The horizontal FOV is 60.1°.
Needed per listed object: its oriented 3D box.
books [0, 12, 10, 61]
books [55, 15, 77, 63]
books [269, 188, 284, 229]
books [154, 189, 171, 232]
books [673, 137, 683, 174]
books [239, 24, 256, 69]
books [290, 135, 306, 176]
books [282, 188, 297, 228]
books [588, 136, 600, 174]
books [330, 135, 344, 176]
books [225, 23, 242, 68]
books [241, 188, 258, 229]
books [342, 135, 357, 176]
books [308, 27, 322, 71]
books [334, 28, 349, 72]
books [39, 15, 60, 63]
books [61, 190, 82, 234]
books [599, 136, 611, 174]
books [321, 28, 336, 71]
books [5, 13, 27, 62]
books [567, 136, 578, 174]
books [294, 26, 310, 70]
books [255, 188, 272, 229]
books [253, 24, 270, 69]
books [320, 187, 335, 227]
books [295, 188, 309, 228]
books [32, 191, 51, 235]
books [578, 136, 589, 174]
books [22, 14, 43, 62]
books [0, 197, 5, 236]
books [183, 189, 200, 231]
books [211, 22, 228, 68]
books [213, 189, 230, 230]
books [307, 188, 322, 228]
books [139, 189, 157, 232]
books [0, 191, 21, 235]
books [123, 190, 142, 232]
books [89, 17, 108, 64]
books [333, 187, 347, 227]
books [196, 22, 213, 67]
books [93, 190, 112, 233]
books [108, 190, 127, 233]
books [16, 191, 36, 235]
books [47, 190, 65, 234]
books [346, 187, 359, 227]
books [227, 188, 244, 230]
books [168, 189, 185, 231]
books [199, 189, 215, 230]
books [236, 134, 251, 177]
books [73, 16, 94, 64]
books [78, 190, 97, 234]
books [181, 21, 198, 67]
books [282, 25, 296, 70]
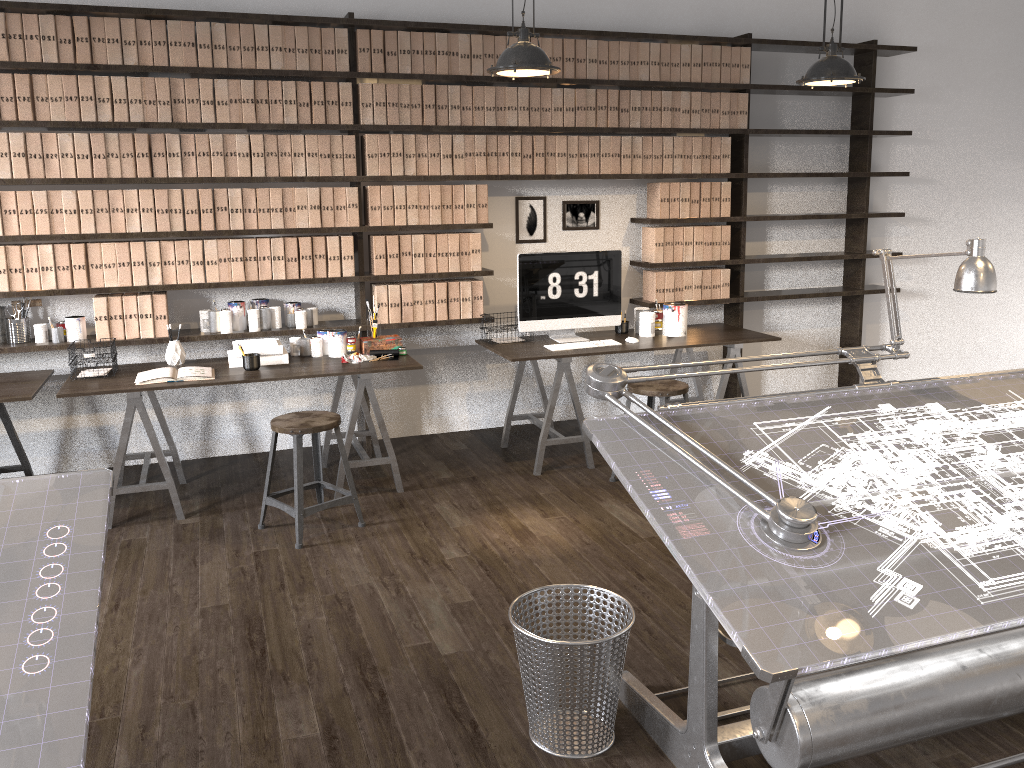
[{"bbox_3d":[-2.449,-1.655,4.260,0.067,0.224,0.176,-4,11,-19],"label":"books"},{"bbox_3d":[-2.187,-1.680,4.357,0.067,0.224,0.176,-4,11,-19],"label":"books"},{"bbox_3d":[-1.278,-0.947,4.795,0.067,0.224,0.176,-4,11,-19],"label":"books"},{"bbox_3d":[-1.815,-0.899,4.611,0.067,0.224,0.176,-4,11,-19],"label":"books"},{"bbox_3d":[0.997,-1.426,5.532,0.067,0.223,0.176,-4,11,-19],"label":"books"},{"bbox_3d":[-1.385,-1.750,4.630,0.067,0.224,0.176,-4,11,-19],"label":"books"},{"bbox_3d":[-1.163,-1.229,4.793,0.067,0.224,0.176,-4,11,-19],"label":"books"},{"bbox_3d":[-1.217,-0.953,4.821,0.067,0.223,0.176,-4,11,-19],"label":"books"},{"bbox_3d":[0.463,-1.379,5.351,0.067,0.224,0.176,-4,11,-19],"label":"books"},{"bbox_3d":[-0.973,-1.246,4.859,0.067,0.223,0.176,-4,11,-19],"label":"books"},{"bbox_3d":[-1.451,-1.745,4.609,0.067,0.224,0.176,-4,11,-19],"label":"books"},{"bbox_3d":[-1.411,-0.937,4.756,0.067,0.224,0.176,-4,11,-19],"label":"books"},{"bbox_3d":[-0.907,-1.252,4.883,0.067,0.224,0.176,-4,11,-19],"label":"books"},{"bbox_3d":[-1.064,-1.779,4.741,0.067,0.224,0.176,-4,11,-19],"label":"books"},{"bbox_3d":[-0.929,-1.790,4.783,0.067,0.224,0.176,-4,11,-19],"label":"books"},{"bbox_3d":[-2.252,-1.673,4.329,0.067,0.224,0.176,-4,11,-19],"label":"books"},{"bbox_3d":[-2.219,-0.864,4.476,0.067,0.223,0.176,-4,11,-19],"label":"books"},{"bbox_3d":[0.533,-1.385,5.374,0.067,0.223,0.176,-4,11,-19],"label":"books"},{"bbox_3d":[-0.997,-1.785,4.764,0.067,0.224,0.176,-4,11,-19],"label":"books"},{"bbox_3d":[-2.387,-1.662,4.287,0.067,0.224,0.176,-4,11,-19],"label":"books"},{"bbox_3d":[0.331,-1.367,5.304,0.067,0.224,0.176,-4,11,-19],"label":"books"},{"bbox_3d":[-1.126,-1.772,4.713,0.067,0.224,0.176,-4,11,-19],"label":"books"},{"bbox_3d":[-1.344,-0.942,4.779,0.067,0.224,0.176,-4,11,-19],"label":"books"},{"bbox_3d":[-1.317,-1.755,4.649,0.067,0.224,0.176,-4,11,-19],"label":"books"},{"bbox_3d":[-1.028,-0.970,4.886,0.067,0.224,0.176,-4,11,-19],"label":"books"},{"bbox_3d":[-1.157,-0.958,4.840,0.067,0.223,0.176,-4,11,-19],"label":"books"},{"bbox_3d":[-2.340,-0.853,4.431,0.067,0.224,0.176,-4,11,-19],"label":"books"},{"bbox_3d":[0.396,-1.373,5.330,0.067,0.224,0.176,-4,11,-19],"label":"books"},{"bbox_3d":[-2.320,-1.668,4.310,0.067,0.224,0.176,-4,11,-19],"label":"books"},{"bbox_3d":[-2.538,-0.836,4.365,0.067,0.224,0.176,-4,11,-19],"label":"books"},{"bbox_3d":[-1.686,-0.912,4.662,0.067,0.223,0.176,-4,11,-19],"label":"books"},{"bbox_3d":[-1.516,-1.738,4.583,0.067,0.224,0.176,-4,11,-19],"label":"books"},{"bbox_3d":[-1.545,-0.925,4.711,0.067,0.224,0.176,-4,11,-19],"label":"books"},{"bbox_3d":[-1.093,-0.963,4.860,0.067,0.224,0.176,-4,11,-19],"label":"books"},{"bbox_3d":[-1.883,-0.893,4.588,0.067,0.224,0.176,-4,11,-19],"label":"books"},{"bbox_3d":[-2.473,-0.843,4.392,0.067,0.224,0.176,-4,11,-19],"label":"books"},{"bbox_3d":[-1.952,-0.888,4.567,0.067,0.224,0.176,-4,11,-19],"label":"books"},{"bbox_3d":[-2.046,-1.692,4.405,0.067,0.223,0.176,-4,11,-19],"label":"books"},{"bbox_3d":[-0.963,-0.976,4.910,0.067,0.224,0.176,-4,11,-19],"label":"books"},{"bbox_3d":[-1.583,-1.731,4.556,0.067,0.224,0.176,-4,11,-19],"label":"books"},{"bbox_3d":[-2.085,-0.877,4.524,0.067,0.224,0.176,-4,11,-19],"label":"books"},{"bbox_3d":[-2.020,-0.883,4.548,0.067,0.224,0.176,-4,11,-19],"label":"books"},{"bbox_3d":[-2.406,-0.849,4.415,0.067,0.224,0.176,-4,11,-19],"label":"books"},{"bbox_3d":[-2.279,-0.860,4.457,0.067,0.223,0.176,-4,11,-19],"label":"books"},{"bbox_3d":[-0.899,-0.980,4.925,0.067,0.224,0.176,-4,11,-19],"label":"books"},{"bbox_3d":[-1.476,-0.930,4.729,0.067,0.224,0.176,-4,11,-19],"label":"books"},{"bbox_3d":[-1.756,-0.906,4.636,0.067,0.223,0.176,-4,11,-19],"label":"books"},{"bbox_3d":[-1.614,-0.917,4.681,0.067,0.224,0.176,-4,11,-19],"label":"books"},{"bbox_3d":[-1.429,-1.205,4.702,0.067,0.223,0.176,-4,11,-19],"label":"books"},{"bbox_3d":[-2.114,-1.685,4.376,0.067,0.224,0.176,-4,11,-19],"label":"books"},{"bbox_3d":[-2.150,-0.870,4.498,0.067,0.224,0.176,-4,11,-19],"label":"books"},{"bbox_3d":[-1.651,-1.725,4.533,0.067,0.224,0.176,-4,11,-19],"label":"books"},{"bbox_3d":[-1.190,-1.767,4.696,0.067,0.223,0.176,-4,11,-19],"label":"books"}]
